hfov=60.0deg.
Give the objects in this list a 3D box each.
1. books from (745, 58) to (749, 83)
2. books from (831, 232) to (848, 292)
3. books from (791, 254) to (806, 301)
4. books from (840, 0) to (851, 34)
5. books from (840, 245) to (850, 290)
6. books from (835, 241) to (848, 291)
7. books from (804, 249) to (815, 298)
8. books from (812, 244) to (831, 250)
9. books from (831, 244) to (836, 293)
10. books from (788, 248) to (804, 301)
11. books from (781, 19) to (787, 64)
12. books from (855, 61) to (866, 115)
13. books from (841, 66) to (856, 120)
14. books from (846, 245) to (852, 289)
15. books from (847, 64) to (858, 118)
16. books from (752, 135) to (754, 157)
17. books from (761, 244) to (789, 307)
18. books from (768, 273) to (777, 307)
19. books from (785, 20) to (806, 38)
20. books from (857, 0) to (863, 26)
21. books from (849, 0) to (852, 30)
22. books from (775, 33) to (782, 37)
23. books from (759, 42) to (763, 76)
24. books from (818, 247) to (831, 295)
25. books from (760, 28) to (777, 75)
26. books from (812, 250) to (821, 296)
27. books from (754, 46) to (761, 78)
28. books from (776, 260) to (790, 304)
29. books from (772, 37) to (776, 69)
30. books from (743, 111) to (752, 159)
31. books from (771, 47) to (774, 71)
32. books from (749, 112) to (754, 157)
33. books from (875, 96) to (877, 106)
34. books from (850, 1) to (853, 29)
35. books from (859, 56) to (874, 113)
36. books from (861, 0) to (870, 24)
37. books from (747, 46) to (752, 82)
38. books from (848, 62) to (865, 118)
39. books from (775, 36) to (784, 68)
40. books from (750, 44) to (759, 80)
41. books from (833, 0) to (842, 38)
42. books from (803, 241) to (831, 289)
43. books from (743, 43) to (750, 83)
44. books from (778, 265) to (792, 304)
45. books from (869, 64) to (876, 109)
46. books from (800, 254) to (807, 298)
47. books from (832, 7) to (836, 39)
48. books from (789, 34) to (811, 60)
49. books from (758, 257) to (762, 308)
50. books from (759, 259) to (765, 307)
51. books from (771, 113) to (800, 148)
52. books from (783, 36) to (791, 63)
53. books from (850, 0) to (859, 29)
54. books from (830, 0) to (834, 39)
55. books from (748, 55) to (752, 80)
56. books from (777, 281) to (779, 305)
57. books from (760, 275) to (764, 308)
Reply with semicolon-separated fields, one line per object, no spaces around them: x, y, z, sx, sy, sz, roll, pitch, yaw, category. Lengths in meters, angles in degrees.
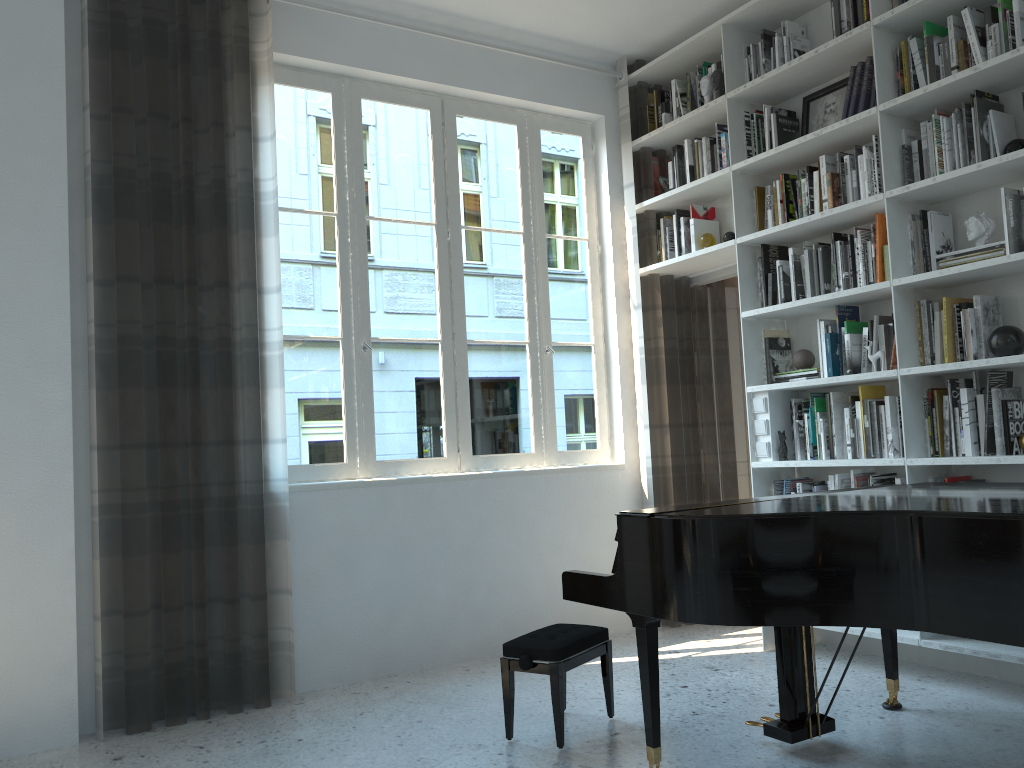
1.253;-1.553;4.529;0.142;0.204;0.017;-1;-4;-31;books
1.535;-0.543;4.080;0.151;0.299;0.013;-1;-4;-31;books
1.418;-0.496;4.266;0.176;0.246;0.011;-1;-4;-31;books
1.556;-1.629;4.019;0.155;0.249;0.028;-1;-4;-31;books
1.563;-0.513;4.030;0.177;0.229;0.013;-1;-4;-31;books
1.554;-0.523;4.070;0.156;0.256;0.021;-1;-4;-31;books
1.460;-0.505;4.186;0.189;0.247;0.021;-1;-4;-31;books
1.483;-0.518;4.183;0.157;0.270;0.011;-1;-4;-31;books
1.536;-0.519;4.114;0.141;0.256;0.048;-1;-4;-31;books
1.415;-0.512;4.286;0.174;0.281;0.023;-1;-4;-31;books
1.379;-1.623;4.337;0.145;0.301;0.007;-1;-4;-31;books
1.616;-1.281;3.965;0.174;0.279;0.110;-1;-4;-31;books
1.573;-1.275;4.019;0.174;0.279;0.110;-1;-4;-31;books
1.579;-0.513;4.025;0.151;0.227;0.013;-1;-4;-31;books
1.592;-1.277;4.004;0.174;0.279;0.110;-1;-4;-31;books
1.280;-1.189;4.493;0.172;0.206;0.015;-1;-4;-31;books
1.317;-0.525;4.407;0.184;0.333;0.012;-1;-4;-31;books
1.339;-0.451;4.385;0.189;0.182;0.037;-1;-4;-31;books
1.394;-1.620;4.334;0.130;0.293;0.015;-1;-4;-31;books
1.607;-1.608;3.945;0.177;0.190;0.027;-1;-4;-31;books
1.582;-1.650;3.996;0.166;0.283;0.013;-1;-4;-31;books
1.354;-1.594;4.371;0.129;0.252;0.013;-1;-4;-31;books
1.303;-1.581;4.446;0.156;0.243;0.016;-1;-4;-31;books
1.503;-0.509;4.134;0.184;0.242;0.023;-1;-4;-31;books
1.312;-1.604;4.393;0.190;0.279;0.015;-1;-4;-31;books
1.479;-0.503;4.158;0.167;0.237;0.024;-1;-4;-31;books
1.292;-1.571;4.455;0.177;0.225;0.013;-1;-4;-31;books
1.369;-0.483;4.340;0.177;0.235;0.022;-1;-4;-31;books
1.353;-1.579;4.354;0.181;0.219;0.013;-1;-4;-31;books
1.253;-1.231;4.510;0.184;0.292;0.005;-1;-4;-31;books
1.341;-1.558;4.382;0.161;0.182;0.026;-1;-4;-31;books
1.269;-1.228;4.503;0.148;0.287;0.006;-1;-4;-31;books
1.664;-1.294;3.895;0.174;0.285;0.079;-1;-4;-31;books
1.579;-1.641;3.980;0.156;0.263;0.010;-1;-4;-31;books
1.614;-1.286;3.930;0.174;0.282;0.097;-1;-4;-31;books
1.608;-1.664;3.921;0.163;0.297;0.025;-1;-4;-31;books
1.263;-1.581;4.523;0.156;0.258;0.007;-1;-4;-31;books
1.589;-1.279;3.975;0.174;0.279;0.110;-1;-4;-31;books
1.356;-1.578;4.336;0.173;0.213;0.021;-1;-4;-31;books
1.278;-1.580;4.483;0.180;0.249;0.012;-1;-4;-31;books
1.542;-1.642;4.043;0.187;0.279;0.024;-1;-4;-31;books
1.457;-0.527;4.206;0.183;0.293;0.011;-1;-4;-31;books
1.252;-1.592;4.546;0.159;0.285;0.007;-1;-4;-31;books
1.374;-0.469;4.312;0.188;0.203;0.028;-1;-4;-31;books
1.648;-1.292;3.912;0.174;0.285;0.079;-1;-4;-31;books
1.454;-0.497;4.253;0.139;0.242;0.049;-1;-4;-31;books
1.534;-1.609;4.065;0.153;0.218;0.028;-1;-4;-31;books
1.405;-1.581;4.304;0.136;0.210;0.013;-1;-4;-31;books
1.311;-0.495;4.473;0.159;0.285;0.012;-1;-4;-31;books
1.312;-0.489;4.423;0.176;0.266;0.027;-1;-4;-31;books
1.346;-1.208;4.350;0.185;0.214;0.012;-1;-4;-31;books
1.389;-1.575;4.310;0.170;0.201;0.014;-1;-4;-31;books
1.584;-1.647;3.972;0.183;0.274;0.011;-1;-4;-31;books
1.533;-1.637;4.091;0.151;0.277;0.013;-1;-4;-31;books
1.274;-1.559;4.505;0.158;0.210;0.032;-1;-4;-31;books
1.367;-0.467;4.375;0.143;0.208;0.042;-1;-4;-31;books
1.315;-0.459;4.450;0.155;0.209;0.026;-1;-4;-31;books
